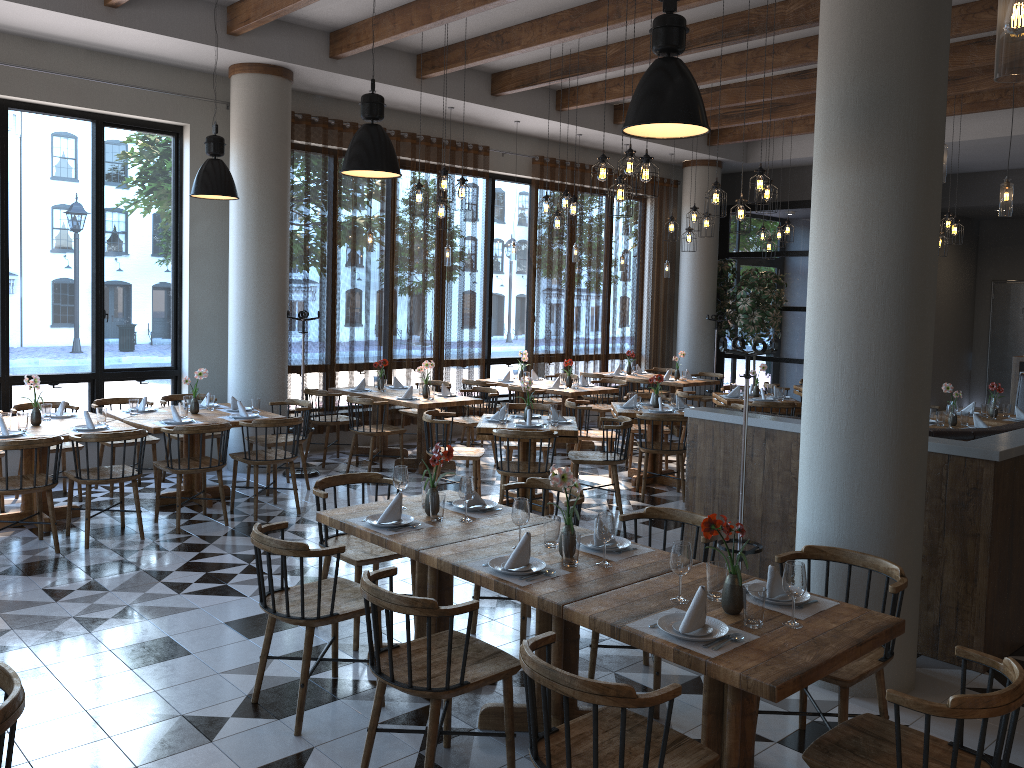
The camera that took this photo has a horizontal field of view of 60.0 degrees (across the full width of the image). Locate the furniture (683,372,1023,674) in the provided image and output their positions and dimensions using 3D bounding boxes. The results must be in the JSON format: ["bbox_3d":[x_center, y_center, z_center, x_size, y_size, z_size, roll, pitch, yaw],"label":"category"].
[{"bbox_3d":[4.187,0.667,7.388,6.592,1.147,1.922,-4,7,-43],"label":"furniture"}]

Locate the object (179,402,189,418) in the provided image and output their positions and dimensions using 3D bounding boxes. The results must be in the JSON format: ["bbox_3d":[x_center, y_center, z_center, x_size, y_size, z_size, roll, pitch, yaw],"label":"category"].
[{"bbox_3d":[-2.744,0.222,7.403,0.080,0.132,0.080,4,5,32],"label":"object"}]

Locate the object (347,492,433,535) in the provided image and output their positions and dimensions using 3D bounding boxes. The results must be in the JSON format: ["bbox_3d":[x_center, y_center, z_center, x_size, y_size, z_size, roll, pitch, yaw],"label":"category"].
[{"bbox_3d":[-0.581,0.594,4.219,0.272,0.137,0.352,-3,7,-42],"label":"object"}]

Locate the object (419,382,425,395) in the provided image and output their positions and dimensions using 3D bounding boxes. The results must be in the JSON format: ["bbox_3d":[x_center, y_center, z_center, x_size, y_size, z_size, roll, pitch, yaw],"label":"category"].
[{"bbox_3d":[-0.975,0.052,9.606,0.080,0.132,0.080,4,5,32],"label":"object"}]

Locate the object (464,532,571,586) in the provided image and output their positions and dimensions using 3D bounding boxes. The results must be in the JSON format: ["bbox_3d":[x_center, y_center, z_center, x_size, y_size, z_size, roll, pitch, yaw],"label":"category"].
[{"bbox_3d":[0.022,0.675,3.567,0.272,0.137,0.352,-3,7,-42],"label":"object"}]

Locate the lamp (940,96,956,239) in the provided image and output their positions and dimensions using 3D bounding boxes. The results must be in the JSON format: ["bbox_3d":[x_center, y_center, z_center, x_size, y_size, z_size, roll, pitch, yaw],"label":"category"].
[{"bbox_3d":[5.224,-2.772,10.514,0.175,2.066,0.175,2,3,1],"label":"lamp"}]

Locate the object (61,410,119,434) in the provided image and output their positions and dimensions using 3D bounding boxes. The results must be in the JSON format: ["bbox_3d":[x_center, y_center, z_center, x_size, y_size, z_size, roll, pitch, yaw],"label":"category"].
[{"bbox_3d":[-3.202,0.276,6.714,0.352,0.137,0.272,-3,7,-43],"label":"object"}]

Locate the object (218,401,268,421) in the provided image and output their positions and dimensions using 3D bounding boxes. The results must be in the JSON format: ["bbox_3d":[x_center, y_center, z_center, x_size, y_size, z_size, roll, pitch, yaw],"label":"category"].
[{"bbox_3d":[-2.293,0.217,7.554,0.352,0.137,0.272,-3,7,-43],"label":"object"}]

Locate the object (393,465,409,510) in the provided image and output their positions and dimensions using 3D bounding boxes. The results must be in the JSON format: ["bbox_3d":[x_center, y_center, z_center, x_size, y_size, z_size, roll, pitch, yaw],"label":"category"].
[{"bbox_3d":[-0.566,0.527,4.508,0.081,0.215,0.081,2,4,11],"label":"object"}]

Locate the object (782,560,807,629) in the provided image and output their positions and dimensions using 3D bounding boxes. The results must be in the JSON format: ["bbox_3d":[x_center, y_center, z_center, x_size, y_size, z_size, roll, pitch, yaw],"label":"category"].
[{"bbox_3d":[0.961,0.716,3.019,0.081,0.215,0.081,4,5,39],"label":"object"}]

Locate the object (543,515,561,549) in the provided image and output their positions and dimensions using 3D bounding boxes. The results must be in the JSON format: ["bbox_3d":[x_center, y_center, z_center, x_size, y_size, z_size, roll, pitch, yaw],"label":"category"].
[{"bbox_3d":[0.175,0.650,3.886,0.080,0.132,0.080,1,4,-13],"label":"object"}]

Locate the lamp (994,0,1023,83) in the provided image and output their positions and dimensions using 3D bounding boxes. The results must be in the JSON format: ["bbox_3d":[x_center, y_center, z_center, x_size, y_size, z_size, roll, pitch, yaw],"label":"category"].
[{"bbox_3d":[1.094,-1.626,1.826,0.078,1.959,0.078,1,3,-8],"label":"lamp"}]

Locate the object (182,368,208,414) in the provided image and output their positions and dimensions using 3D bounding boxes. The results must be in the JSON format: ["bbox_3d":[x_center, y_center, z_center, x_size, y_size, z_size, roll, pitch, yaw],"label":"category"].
[{"bbox_3d":[-2.737,0.063,7.663,0.207,0.399,0.146,-1,5,-38],"label":"object"}]

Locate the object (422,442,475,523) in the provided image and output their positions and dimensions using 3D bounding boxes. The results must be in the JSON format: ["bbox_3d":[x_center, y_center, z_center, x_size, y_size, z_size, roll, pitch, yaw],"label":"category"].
[{"bbox_3d":[-0.317,0.479,4.351,0.166,0.354,0.296,-1,5,-37],"label":"object"}]

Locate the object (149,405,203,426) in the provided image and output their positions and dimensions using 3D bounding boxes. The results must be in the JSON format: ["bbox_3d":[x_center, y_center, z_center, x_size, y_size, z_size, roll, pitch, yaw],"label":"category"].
[{"bbox_3d":[-2.714,0.244,7.165,0.352,0.137,0.272,-3,7,-43],"label":"object"}]

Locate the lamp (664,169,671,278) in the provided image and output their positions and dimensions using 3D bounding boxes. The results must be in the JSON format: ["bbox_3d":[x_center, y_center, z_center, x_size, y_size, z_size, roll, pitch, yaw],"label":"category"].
[{"bbox_3d":[2.389,-2.601,13.474,0.078,1.959,0.078,1,3,-11],"label":"lamp"}]

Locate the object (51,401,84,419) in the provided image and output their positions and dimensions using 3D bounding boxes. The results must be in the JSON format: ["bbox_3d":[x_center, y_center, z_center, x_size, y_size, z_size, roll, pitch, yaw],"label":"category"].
[{"bbox_3d":[-3.728,0.202,7.316,0.352,0.137,0.272,-3,7,-43],"label":"object"}]

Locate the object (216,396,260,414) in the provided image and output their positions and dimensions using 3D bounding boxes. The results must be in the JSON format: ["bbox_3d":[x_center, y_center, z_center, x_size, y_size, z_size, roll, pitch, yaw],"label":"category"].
[{"bbox_3d":[-2.459,0.172,7.961,0.272,0.137,0.352,-3,7,-42],"label":"object"}]

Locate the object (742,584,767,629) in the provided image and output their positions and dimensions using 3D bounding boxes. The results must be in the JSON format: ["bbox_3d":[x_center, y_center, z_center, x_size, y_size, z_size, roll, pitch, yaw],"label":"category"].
[{"bbox_3d":[0.820,0.755,3.004,0.080,0.132,0.080,0,4,-28],"label":"object"}]

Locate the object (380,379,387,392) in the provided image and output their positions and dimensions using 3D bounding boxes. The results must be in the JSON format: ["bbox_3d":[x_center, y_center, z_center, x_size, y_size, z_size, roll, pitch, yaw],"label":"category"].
[{"bbox_3d":[-1.426,0.018,9.829,0.080,0.132,0.080,0,4,-18],"label":"object"}]

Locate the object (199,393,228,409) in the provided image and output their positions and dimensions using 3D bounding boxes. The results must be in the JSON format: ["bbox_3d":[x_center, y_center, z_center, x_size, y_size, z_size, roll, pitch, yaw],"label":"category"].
[{"bbox_3d":[-2.819,0.143,8.156,0.352,0.137,0.272,-3,7,-43],"label":"object"}]

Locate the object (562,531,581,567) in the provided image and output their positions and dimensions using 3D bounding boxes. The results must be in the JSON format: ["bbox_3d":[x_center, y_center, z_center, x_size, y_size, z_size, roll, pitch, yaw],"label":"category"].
[{"bbox_3d":[0.242,0.678,3.628,0.080,0.132,0.080,0,4,-28],"label":"object"}]

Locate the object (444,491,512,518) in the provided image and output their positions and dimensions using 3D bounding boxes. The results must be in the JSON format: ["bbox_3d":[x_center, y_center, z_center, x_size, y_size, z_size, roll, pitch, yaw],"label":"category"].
[{"bbox_3d":[-0.190,0.570,4.569,0.272,0.137,0.352,-3,7,-42],"label":"object"}]

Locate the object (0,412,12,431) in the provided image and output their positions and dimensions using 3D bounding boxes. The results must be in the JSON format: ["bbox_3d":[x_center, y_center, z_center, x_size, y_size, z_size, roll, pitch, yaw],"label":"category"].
[{"bbox_3d":[-3.737,0.281,6.539,0.080,0.132,0.080,4,5,32],"label":"object"}]

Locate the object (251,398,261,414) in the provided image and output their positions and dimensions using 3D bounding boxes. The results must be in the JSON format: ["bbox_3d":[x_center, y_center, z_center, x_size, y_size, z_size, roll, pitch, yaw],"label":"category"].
[{"bbox_3d":[-2.258,0.195,7.810,0.080,0.132,0.080,4,5,32],"label":"object"}]

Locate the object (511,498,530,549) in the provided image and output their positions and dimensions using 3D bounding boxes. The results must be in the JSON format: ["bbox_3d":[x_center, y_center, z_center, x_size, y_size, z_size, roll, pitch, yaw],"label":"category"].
[{"bbox_3d":[0.037,0.608,3.856,0.081,0.215,0.081,2,4,11],"label":"object"}]

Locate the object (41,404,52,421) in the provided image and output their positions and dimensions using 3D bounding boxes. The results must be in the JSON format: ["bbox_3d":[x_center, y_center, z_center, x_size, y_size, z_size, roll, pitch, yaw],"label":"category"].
[{"bbox_3d":[-3.720,0.228,7.081,0.080,0.132,0.080,4,5,32],"label":"object"}]

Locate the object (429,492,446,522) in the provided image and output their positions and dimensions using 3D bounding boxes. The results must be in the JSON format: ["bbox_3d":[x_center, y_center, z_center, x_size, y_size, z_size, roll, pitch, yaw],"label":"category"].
[{"bbox_3d":[-0.362,0.597,4.280,0.080,0.132,0.080,1,4,-8],"label":"object"}]

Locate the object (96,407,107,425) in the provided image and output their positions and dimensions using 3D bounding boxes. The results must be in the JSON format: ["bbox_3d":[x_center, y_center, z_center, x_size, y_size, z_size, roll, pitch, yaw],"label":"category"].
[{"bbox_3d":[-3.224,0.253,6.960,0.080,0.132,0.080,4,5,32],"label":"object"}]

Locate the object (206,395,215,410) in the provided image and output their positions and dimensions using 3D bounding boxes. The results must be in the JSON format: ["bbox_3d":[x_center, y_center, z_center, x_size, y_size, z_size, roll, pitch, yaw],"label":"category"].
[{"bbox_3d":[-2.709,0.169,7.954,0.080,0.132,0.080,4,5,32],"label":"object"}]

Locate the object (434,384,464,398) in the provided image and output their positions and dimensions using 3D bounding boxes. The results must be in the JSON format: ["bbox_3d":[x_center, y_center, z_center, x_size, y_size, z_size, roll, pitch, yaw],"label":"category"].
[{"bbox_3d":[-0.701,0.062,9.556,0.272,0.137,0.352,-3,7,-42],"label":"object"}]

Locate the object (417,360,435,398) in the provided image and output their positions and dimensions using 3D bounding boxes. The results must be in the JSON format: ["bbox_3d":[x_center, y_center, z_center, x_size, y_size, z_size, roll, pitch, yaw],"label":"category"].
[{"bbox_3d":[-0.913,-0.055,9.348,0.206,0.399,0.146,2,4,11],"label":"object"}]

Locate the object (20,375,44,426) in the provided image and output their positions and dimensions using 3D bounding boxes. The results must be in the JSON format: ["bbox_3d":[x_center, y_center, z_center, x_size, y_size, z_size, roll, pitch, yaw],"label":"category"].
[{"bbox_3d":[-3.685,0.121,6.810,0.146,0.399,0.207,-2,5,-44],"label":"object"}]

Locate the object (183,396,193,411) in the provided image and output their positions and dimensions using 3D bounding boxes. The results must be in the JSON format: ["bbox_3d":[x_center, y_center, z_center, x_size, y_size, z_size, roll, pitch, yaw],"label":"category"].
[{"bbox_3d":[-2.871,0.174,7.856,0.080,0.132,0.080,4,5,32],"label":"object"}]

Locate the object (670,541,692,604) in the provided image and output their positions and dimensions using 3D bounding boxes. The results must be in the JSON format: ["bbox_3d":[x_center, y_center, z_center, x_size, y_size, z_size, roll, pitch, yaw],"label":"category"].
[{"bbox_3d":[0.615,0.685,3.232,0.081,0.215,0.081,4,5,39],"label":"object"}]

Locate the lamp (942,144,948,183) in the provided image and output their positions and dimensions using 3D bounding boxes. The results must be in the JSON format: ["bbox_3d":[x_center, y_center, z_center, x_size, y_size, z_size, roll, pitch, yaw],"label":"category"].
[{"bbox_3d":[2.514,-2.152,5.114,0.078,1.959,0.078,3,4,23],"label":"lamp"}]

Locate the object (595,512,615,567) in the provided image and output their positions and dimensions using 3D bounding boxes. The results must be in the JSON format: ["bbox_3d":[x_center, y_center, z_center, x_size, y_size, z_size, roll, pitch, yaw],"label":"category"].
[{"bbox_3d":[0.383,0.638,3.644,0.081,0.215,0.081,4,5,39],"label":"object"}]

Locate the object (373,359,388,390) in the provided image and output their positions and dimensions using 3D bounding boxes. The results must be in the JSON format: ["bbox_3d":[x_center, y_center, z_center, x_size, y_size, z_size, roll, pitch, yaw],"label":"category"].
[{"bbox_3d":[-1.474,-0.109,9.971,0.156,0.354,0.171,0,4,-20],"label":"object"}]

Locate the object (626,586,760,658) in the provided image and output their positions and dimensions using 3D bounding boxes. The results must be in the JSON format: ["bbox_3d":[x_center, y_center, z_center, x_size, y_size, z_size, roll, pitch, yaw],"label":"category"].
[{"bbox_3d":[0.600,0.753,2.942,0.272,0.137,0.352,-3,7,-42],"label":"object"}]

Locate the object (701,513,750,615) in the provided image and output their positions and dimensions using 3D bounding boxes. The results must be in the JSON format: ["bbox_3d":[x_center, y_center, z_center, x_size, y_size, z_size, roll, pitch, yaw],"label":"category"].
[{"bbox_3d":[0.745,0.630,3.124,0.171,0.354,0.156,1,4,-5],"label":"object"}]

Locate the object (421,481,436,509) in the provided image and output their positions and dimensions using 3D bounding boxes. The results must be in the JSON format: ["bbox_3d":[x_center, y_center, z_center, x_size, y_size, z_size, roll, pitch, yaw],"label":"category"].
[{"bbox_3d":[-0.429,0.569,4.538,0.080,0.132,0.080,1,4,-13],"label":"object"}]

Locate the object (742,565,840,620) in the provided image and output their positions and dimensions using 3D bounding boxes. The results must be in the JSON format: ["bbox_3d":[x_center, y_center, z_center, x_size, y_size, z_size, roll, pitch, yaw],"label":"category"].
[{"bbox_3d":[0.992,0.729,3.292,0.272,0.137,0.352,-3,7,-42],"label":"object"}]

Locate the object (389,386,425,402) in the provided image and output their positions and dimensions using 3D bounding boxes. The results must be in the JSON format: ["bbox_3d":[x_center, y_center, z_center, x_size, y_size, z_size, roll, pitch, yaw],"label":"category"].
[{"bbox_3d":[-1.088,0.088,9.190,0.272,0.137,0.352,-3,7,-42],"label":"object"}]

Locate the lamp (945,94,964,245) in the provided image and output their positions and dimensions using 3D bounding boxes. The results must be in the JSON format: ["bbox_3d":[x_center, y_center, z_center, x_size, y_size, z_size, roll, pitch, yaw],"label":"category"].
[{"bbox_3d":[5.123,-2.639,10.155,0.175,2.066,0.175,-1,4,-32],"label":"lamp"}]

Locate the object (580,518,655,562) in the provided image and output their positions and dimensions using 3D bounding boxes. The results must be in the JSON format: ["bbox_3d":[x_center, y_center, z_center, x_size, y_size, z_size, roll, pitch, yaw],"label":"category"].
[{"bbox_3d":[0.414,0.651,3.917,0.272,0.137,0.352,-3,7,-42],"label":"object"}]

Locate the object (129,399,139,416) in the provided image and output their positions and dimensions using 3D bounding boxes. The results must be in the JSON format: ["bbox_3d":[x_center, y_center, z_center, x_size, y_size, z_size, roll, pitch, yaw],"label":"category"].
[{"bbox_3d":[-3.206,0.199,7.511,0.080,0.132,0.080,4,5,32],"label":"object"}]

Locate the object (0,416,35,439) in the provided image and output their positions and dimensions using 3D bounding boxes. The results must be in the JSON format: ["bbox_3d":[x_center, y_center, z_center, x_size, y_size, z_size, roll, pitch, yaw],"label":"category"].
[{"bbox_3d":[-3.627,0.303,6.322,0.352,0.137,0.272,-3,7,-43],"label":"object"}]

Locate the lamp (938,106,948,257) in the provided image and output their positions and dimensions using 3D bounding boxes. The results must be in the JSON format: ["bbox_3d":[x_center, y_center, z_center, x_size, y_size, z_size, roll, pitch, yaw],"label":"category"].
[{"bbox_3d":[5.047,-2.531,10.371,0.175,2.066,0.175,2,3,1],"label":"lamp"}]

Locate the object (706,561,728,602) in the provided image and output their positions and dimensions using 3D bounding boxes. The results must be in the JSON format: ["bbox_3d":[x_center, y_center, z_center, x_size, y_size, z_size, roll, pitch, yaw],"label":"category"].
[{"bbox_3d":[0.753,0.728,3.261,0.080,0.132,0.080,1,4,-13],"label":"object"}]

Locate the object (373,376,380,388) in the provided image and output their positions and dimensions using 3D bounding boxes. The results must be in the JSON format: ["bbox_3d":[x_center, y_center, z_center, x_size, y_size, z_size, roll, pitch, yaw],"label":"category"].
[{"bbox_3d":[-1.563,-0.027,10.242,0.080,0.132,0.080,0,4,-18],"label":"object"}]

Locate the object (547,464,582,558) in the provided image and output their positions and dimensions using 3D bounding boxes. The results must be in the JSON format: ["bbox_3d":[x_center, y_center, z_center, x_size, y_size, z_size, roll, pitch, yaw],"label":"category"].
[{"bbox_3d":[0.217,0.532,3.736,0.146,0.399,0.207,2,4,6],"label":"object"}]

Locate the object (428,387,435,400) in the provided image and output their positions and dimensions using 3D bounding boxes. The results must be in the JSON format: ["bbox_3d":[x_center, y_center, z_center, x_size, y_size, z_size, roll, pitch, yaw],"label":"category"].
[{"bbox_3d":[-0.838,0.097,9.193,0.080,0.132,0.080,4,5,32],"label":"object"}]

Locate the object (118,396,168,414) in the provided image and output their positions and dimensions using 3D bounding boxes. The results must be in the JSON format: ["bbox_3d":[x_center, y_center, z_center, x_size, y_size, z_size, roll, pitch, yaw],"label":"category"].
[{"bbox_3d":[-3.240,0.170,7.767,0.352,0.137,0.272,-3,7,-43],"label":"object"}]

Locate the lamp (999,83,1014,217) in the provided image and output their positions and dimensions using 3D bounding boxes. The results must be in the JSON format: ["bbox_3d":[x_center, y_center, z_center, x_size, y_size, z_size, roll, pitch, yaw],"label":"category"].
[{"bbox_3d":[3.326,-2.099,5.873,0.078,1.959,0.078,1,3,-3],"label":"lamp"}]

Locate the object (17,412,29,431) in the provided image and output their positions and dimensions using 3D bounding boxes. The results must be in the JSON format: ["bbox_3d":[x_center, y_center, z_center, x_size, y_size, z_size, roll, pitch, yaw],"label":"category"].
[{"bbox_3d":[-3.634,0.280,6.581,0.080,0.132,0.080,4,5,32],"label":"object"}]
